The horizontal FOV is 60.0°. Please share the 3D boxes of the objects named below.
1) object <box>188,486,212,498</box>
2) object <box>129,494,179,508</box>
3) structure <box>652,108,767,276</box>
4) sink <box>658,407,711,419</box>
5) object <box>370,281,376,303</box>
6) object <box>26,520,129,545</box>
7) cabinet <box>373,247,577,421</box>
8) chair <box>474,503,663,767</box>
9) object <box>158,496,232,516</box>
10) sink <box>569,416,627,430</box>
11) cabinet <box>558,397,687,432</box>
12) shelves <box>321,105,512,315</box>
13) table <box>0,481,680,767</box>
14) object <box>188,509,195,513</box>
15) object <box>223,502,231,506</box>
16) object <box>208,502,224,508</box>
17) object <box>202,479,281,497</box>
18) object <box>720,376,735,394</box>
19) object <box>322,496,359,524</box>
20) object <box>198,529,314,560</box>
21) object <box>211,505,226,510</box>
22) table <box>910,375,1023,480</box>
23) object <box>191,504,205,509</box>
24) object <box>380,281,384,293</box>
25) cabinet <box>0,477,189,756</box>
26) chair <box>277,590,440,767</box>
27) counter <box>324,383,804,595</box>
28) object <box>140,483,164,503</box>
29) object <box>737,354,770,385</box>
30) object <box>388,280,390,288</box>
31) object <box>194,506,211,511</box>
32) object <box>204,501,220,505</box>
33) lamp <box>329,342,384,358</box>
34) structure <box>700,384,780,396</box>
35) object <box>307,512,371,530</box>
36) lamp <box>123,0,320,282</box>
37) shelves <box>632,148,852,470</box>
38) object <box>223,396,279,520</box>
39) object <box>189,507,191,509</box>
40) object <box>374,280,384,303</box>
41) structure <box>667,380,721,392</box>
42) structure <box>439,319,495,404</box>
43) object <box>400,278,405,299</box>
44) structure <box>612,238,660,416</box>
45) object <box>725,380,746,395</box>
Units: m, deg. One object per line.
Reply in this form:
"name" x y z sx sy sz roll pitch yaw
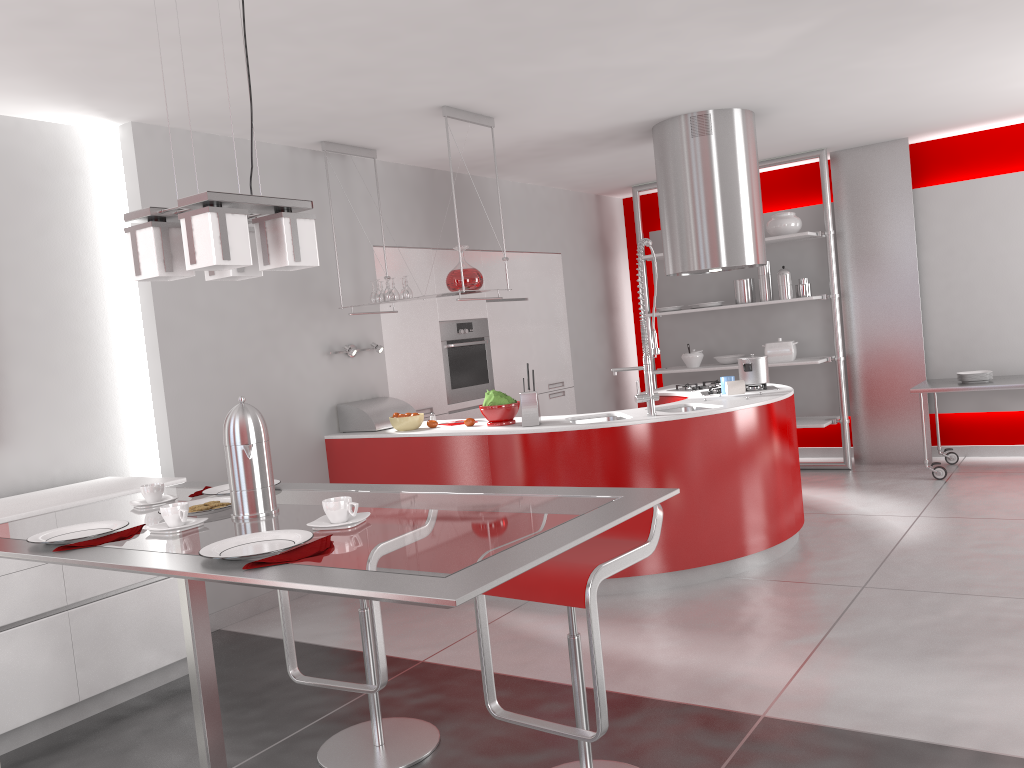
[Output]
"object" -0.880 0.308 2.611 0.095 0.012 0.234 -4 4 34
"object" -0.990 0.327 2.454 0.119 0.016 0.119 -8 4 -36
"structure" 1.270 -1.205 5.711 0.644 0.958 0.644 -6 3 0
"sink" 0.946 0.234 4.842 0.326 0.172 0.428 -7 3 -17
"object" -0.828 -0.545 5.321 0.060 0.141 0.060 -4 4 34
"object" -1.008 0.349 2.066 0.217 0.015 0.217 -5 3 10
"cabinet" -0.385 0.011 6.971 0.614 2.026 2.398 -4 4 34
"chair" 0.198 0.782 2.582 0.418 0.857 0.460 -3 4 39
"object" -0.788 0.316 2.267 0.217 0.015 0.217 -7 3 -18
"sink" 0.470 0.287 4.750 0.326 0.172 0.428 -6 3 -5
"cabinet" 0.260 0.571 5.507 1.875 0.761 1.025 -6 3 -11
"shelves" -0.556 -0.954 5.131 0.934 1.023 0.462 -4 4 34
"table" -0.511 0.808 2.095 1.700 1.000 0.800 -4 4 34
"object" -0.818 0.322 2.248 0.036 0.006 0.034 -5 3 13
"object" -0.751 0.312 2.297 0.036 0.006 0.034 -4 4 34
"object" -0.756 0.308 2.266 0.034 0.006 0.036 -8 4 -32
"object" -0.770 0.300 2.528 0.217 0.015 0.217 -7 3 -19
"object" 1.266 0.005 5.202 0.080 0.100 0.109 -5 3 7
"object" -0.367 0.271 1.889 0.062 0.049 0.078 -8 4 -33
"object" -0.495 0.316 1.725 0.217 0.015 0.217 -8 4 -32
"object" -0.744 0.314 2.252 0.036 0.006 0.034 -8 4 -34
"table" 3.813 0.297 6.360 1.627 0.682 0.749 -4 4 35
"object" -0.803 0.313 2.266 0.034 0.006 0.036 -7 3 -19
"object" -0.789 -0.553 5.398 0.060 0.141 0.060 -4 4 34
"cabinet" -2.166 0.963 3.421 0.610 0.880 1.802 -4 4 34
"chair" -0.490 0.825 3.056 0.418 0.857 0.460 -4 4 29
"counter" 0.463 0.593 5.322 2.865 0.880 1.868 -7 3 -22
"object" -0.999 0.303 2.457 0.078 0.049 0.062 -4 4 34
"object" 1.492 -0.092 5.478 0.189 0.185 0.218 -6 3 -4
"object" -0.736 -0.554 5.325 0.060 0.141 0.060 -4 4 34
"object" -0.779 0.313 2.232 0.036 0.006 0.034 -9 4 -44
"object" -0.780 0.309 2.301 0.034 0.006 0.036 -4 3 22
"lamp" -0.942 -0.210 5.494 0.155 0.081 0.454 -4 4 34
"structure" 1.406 0.026 5.503 0.457 0.037 0.303 -5 3 9
"object" -0.369 0.295 1.897 0.119 0.016 0.119 -5 3 14
"lamp" -0.714 -0.766 2.040 0.304 1.025 0.304 -4 4 34
"shelves" 1.930 -0.548 7.635 1.735 2.599 0.535 -4 4 34
"object" -0.644 0.172 2.137 0.149 0.287 0.113 -3 4 42
"object" -0.820 0.319 2.290 0.036 0.006 0.034 -5 3 18
"object" -0.787 -0.544 5.235 0.060 0.141 0.060 -5 3 11
"structure" 1.317 0.006 6.030 0.457 0.037 0.303 -7 3 -26
"structure" -0.310 -0.178 6.535 0.050 0.589 0.599 -4 4 34
"object" -0.642 -0.562 5.290 0.060 0.141 0.060 -4 4 34
"structure" 0.671 -0.296 4.621 0.308 0.920 0.178 -6 3 -12
"object" 1.274 0.020 5.073 0.100 0.080 0.109 -6 3 4
